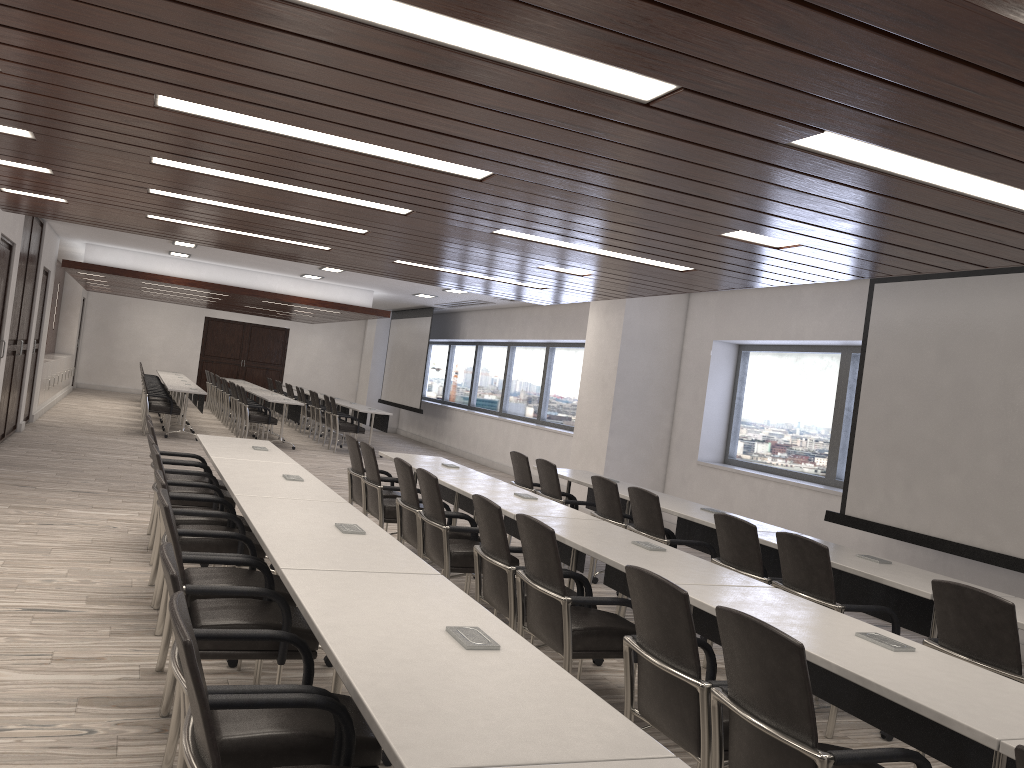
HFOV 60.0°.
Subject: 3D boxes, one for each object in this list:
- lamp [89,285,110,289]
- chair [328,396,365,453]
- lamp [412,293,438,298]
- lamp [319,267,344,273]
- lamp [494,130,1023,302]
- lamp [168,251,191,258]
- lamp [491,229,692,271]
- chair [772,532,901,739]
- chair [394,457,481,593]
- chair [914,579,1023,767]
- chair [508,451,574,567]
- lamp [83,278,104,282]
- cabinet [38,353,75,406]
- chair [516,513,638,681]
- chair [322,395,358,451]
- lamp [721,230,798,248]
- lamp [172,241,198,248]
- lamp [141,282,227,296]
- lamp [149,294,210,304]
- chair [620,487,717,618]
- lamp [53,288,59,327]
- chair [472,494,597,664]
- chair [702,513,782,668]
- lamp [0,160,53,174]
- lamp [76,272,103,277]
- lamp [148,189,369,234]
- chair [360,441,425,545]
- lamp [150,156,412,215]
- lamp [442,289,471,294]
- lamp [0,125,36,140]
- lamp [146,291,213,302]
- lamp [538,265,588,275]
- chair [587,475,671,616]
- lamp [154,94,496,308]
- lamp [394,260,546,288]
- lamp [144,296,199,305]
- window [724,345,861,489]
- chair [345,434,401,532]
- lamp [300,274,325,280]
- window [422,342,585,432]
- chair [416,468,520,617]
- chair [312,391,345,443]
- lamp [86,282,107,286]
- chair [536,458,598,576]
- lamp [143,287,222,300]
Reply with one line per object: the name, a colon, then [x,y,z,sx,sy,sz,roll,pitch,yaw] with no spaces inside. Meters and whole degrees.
lamp: [-8.752,-2.086,18.836,0.464,0.045,0.236,8,0,-23]
chair: [-2.872,0.713,15.283,0.638,0.939,0.513,8,0,-22]
lamp: [-1.557,-1.637,15.957,0.324,0.120,0.519,8,0,-23]
lamp: [-2.744,-1.803,13.586,0.324,0.120,0.519,8,0,-23]
lamp: [1.078,-1.096,8.983,1.499,0.552,12.001,7,0,-7]
lamp: [-5.360,-2.142,14.322,0.324,0.120,0.519,8,0,-23]
lamp: [0.575,-0.919,5.975,1.496,0.045,0.236,8,0,-23]
chair: [1.666,1.263,4.594,0.638,0.939,0.513,8,0,-23]
chair: [-0.507,0.984,5.879,0.638,0.939,0.513,8,0,-23]
chair: [2.046,1.309,3.674,0.638,0.939,0.513,8,0,-24]
chair: [0.265,1.093,7.869,0.638,0.939,0.513,8,0,-23]
lamp: [-7.810,-1.972,16.610,0.464,0.045,0.236,8,0,-23]
cabinet: [-9.226,-0.188,17.694,0.476,0.698,7.540,8,0,-23]
chair: [0.302,1.082,4.008,0.638,0.939,0.513,8,0,-24]
chair: [-3.076,0.689,15.764,0.638,0.939,0.513,8,0,-23]
lamp: [1.365,-0.820,4.879,0.421,0.046,0.236,8,0,-23]
lamp: [-4.694,-2.061,12.748,0.324,0.120,0.519,8,0,-23]
lamp: [-5.801,-1.712,15.799,1.496,0.045,0.236,8,0,-23]
lamp: [-7.342,-1.899,19.442,1.496,0.045,0.236,8,0,-23]
chair: [1.074,1.191,5.999,0.638,0.939,0.513,8,0,-23]
lamp: [-10.293,-1.758,19.907,0.094,1.058,0.236,8,0,-23]
chair: [0.078,1.054,4.489,0.638,0.939,0.513,8,0,-22]
chair: [1.450,1.236,5.072,0.638,0.939,0.513,8,0,-23]
lamp: [-3.142,-1.407,5.573,0.464,0.045,0.236,8,0,-23]
lamp: [-7.211,-1.899,15.193,0.464,0.045,0.236,8,0,-23]
lamp: [-1.732,-1.220,6.179,1.496,0.045,0.236,8,0,-23]
chair: [-0.891,0.937,6.804,0.638,0.939,0.513,8,0,-24]
lamp: [-1.304,-1.168,5.167,1.496,0.045,0.236,8,0,-23]
lamp: [-0.891,-1.557,14.382,0.324,0.120,0.519,8,0,-23]
lamp: [-2.714,-1.355,4.561,0.464,0.045,0.236,8,0,-23]
lamp: [-6.914,-1.847,18.430,1.496,0.045,0.236,8,0,-23]
lamp: [0.423,-0.934,7.106,0.421,0.046,0.236,8,0,-23]
chair: [0.865,1.166,6.478,0.638,0.939,0.513,8,0,-23]
lamp: [-0.802,-1.335,10.704,1.469,0.552,14.295,7,0,0]
lamp: [-0.366,-1.033,8.201,1.496,0.045,0.236,8,0,-23]
lamp: [-7.856,-1.961,20.657,1.496,0.045,0.236,8,0,-23]
window: [4.007,0.409,7.321,0.118,1.419,6.968,8,0,-23]
chair: [-1.094,0.913,7.290,0.638,0.939,0.513,8,0,-24]
lamp: [-3.410,-1.883,15.160,0.324,0.120,0.519,8,0,-23]
window: [-0.084,-0.086,16.993,0.118,1.419,10.452,8,0,-23]
chair: [-0.305,1.008,5.397,0.638,0.939,0.513,8,0,-24]
chair: [-3.467,0.642,16.686,0.638,0.939,0.513,8,0,-23]
lamp: [-8.324,-2.034,17.824,0.464,0.045,0.236,8,0,-23]
chair: [0.482,1.119,7.396,0.638,0.939,0.513,8,0,-23]
lamp: [-6.400,-1.785,17.216,1.496,0.045,0.236,8,0,-23]
